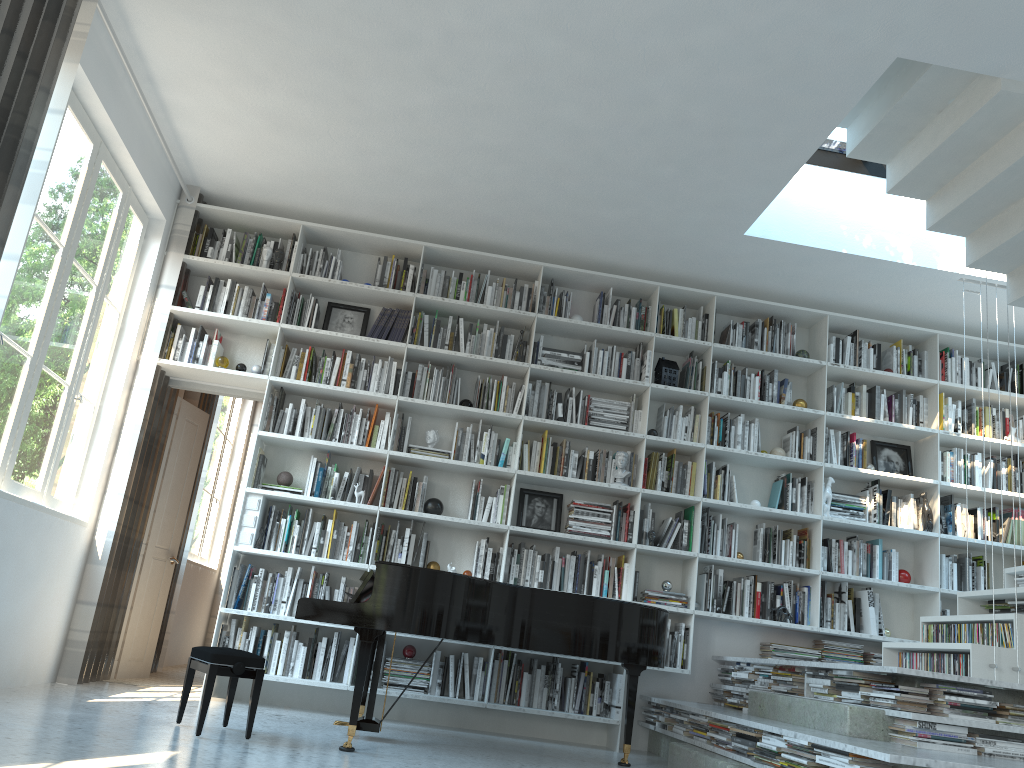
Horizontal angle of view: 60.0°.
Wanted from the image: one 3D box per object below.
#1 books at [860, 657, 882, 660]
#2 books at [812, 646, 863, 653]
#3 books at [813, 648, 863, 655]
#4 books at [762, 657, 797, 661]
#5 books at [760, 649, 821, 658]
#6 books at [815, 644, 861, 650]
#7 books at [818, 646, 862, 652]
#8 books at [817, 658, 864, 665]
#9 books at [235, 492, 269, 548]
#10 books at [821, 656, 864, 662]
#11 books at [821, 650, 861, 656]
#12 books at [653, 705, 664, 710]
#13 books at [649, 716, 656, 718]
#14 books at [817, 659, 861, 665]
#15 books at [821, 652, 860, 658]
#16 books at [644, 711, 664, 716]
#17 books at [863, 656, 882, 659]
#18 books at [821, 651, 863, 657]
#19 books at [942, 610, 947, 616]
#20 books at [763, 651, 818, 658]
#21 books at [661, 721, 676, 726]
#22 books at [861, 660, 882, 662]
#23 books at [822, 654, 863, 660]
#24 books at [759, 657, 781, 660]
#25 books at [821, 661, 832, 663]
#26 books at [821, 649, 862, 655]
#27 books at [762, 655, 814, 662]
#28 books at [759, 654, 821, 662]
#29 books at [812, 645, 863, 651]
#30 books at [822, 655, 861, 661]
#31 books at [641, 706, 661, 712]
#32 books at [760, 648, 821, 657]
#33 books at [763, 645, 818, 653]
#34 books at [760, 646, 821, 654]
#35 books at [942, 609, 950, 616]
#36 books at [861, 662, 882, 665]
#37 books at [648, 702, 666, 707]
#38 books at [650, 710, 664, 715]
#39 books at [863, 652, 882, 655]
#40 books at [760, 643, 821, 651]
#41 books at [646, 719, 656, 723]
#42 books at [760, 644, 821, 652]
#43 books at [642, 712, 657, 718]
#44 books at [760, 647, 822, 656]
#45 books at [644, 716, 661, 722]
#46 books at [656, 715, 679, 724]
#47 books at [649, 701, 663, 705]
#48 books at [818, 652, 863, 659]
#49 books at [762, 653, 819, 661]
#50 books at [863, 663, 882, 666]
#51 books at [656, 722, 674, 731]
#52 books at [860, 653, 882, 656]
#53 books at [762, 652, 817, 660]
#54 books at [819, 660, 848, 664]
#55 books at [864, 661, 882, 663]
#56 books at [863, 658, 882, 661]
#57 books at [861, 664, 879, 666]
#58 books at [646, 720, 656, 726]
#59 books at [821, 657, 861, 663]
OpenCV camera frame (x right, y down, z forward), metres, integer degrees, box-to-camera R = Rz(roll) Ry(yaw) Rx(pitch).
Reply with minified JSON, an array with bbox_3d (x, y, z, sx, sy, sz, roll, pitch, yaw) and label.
[{"bbox_3d":[2.553,1.871,5.987,0.327,0.008,0.208,8,-17,0],"label":"books"},{"bbox_3d":[2.189,1.787,5.966,0.285,0.005,0.160,10,-17,-9],"label":"books"},{"bbox_3d":[2.187,1.800,5.970,0.285,0.005,0.160,9,-17,-6],"label":"books"},{"bbox_3d":[1.846,1.841,5.906,0.308,0.008,0.195,8,-17,-1],"label":"books"},{"bbox_3d":[1.856,1.800,5.921,0.346,0.007,0.194,10,-17,-8],"label":"books"},{"bbox_3d":[2.194,1.772,5.969,0.254,0.005,0.161,11,-17,-10],"label":"books"},{"bbox_3d":[2.193,1.783,5.968,0.254,0.005,0.161,8,-17,-1],"label":"books"},{"bbox_3d":[2.183,1.857,5.946,0.285,0.007,0.160,10,-17,-9],"label":"books"},{"bbox_3d":[-1.655,0.888,5.664,0.106,0.339,0.308,9,-16,-5],"label":"books"},{"bbox_3d":[2.185,1.843,5.948,0.285,0.007,0.160,11,-17,-10],"label":"books"},{"bbox_3d":[2.186,1.810,5.967,0.254,0.005,0.161,9,-17,-6],"label":"books"},{"bbox_3d":[0.985,2.054,5.611,0.133,0.017,0.232,9,-17,-4],"label":"books"},{"bbox_3d":[0.972,2.115,5.593,0.122,0.008,0.291,10,-17,-10],"label":"books"},{"bbox_3d":[2.182,1.864,5.945,0.254,0.007,0.161,10,-17,-9],"label":"books"},{"bbox_3d":[2.184,1.821,5.966,0.254,0.005,0.161,9,-17,-5],"label":"books"},{"bbox_3d":[0.954,2.087,5.598,0.188,0.009,0.211,9,-17,-6],"label":"books"},{"bbox_3d":[2.553,1.865,5.998,0.328,0.008,0.208,8,-17,-3],"label":"books"},{"bbox_3d":[2.185,1.814,5.963,0.285,0.005,0.160,10,-17,-7],"label":"books"},{"bbox_3d":[2.885,1.649,6.001,0.014,0.233,0.183,9,-16,-5],"label":"books"},{"bbox_3d":[1.856,1.805,5.915,0.308,0.008,0.195,8,-17,0],"label":"books"},{"bbox_3d":[1.000,2.038,5.310,0.147,0.012,0.206,10,-17,-10],"label":"books"},{"bbox_3d":[2.550,1.888,5.991,0.328,0.008,0.208,8,-17,-3],"label":"books"},{"bbox_3d":[2.185,1.833,5.961,0.285,0.007,0.160,9,-17,-4],"label":"books"},{"bbox_3d":[1.846,1.848,5.901,0.345,0.007,0.194,8,-17,0],"label":"books"},{"bbox_3d":[2.181,1.877,5.941,0.254,0.007,0.161,10,-17,-9],"label":"books"},{"bbox_3d":[2.186,1.805,5.969,0.285,0.005,0.160,9,-17,-4],"label":"books"},{"bbox_3d":[1.847,1.836,5.913,0.308,0.008,0.195,8,-17,-3],"label":"books"},{"bbox_3d":[1.849,1.829,5.916,0.346,0.007,0.194,10,-17,-7],"label":"books"},{"bbox_3d":[2.193,1.778,5.972,0.285,0.005,0.160,10,-17,-8],"label":"books"},{"bbox_3d":[2.184,1.839,5.958,0.254,0.007,0.161,9,-17,-4],"label":"books"},{"bbox_3d":[0.949,2.063,5.604,0.191,0.013,0.244,10,-17,-9],"label":"books"},{"bbox_3d":[1.856,1.793,5.926,0.345,0.007,0.194,8,-17,-3],"label":"books"},{"bbox_3d":[1.859,1.772,5.932,0.308,0.008,0.195,8,-17,-3],"label":"books"},{"bbox_3d":[1.858,1.779,5.930,0.345,0.007,0.194,8,-17,-3],"label":"books"},{"bbox_3d":[2.906,1.650,6.006,0.030,0.237,0.152,9,-16,-5],"label":"books"},{"bbox_3d":[2.549,1.901,5.984,0.368,0.007,0.206,8,-17,-2],"label":"books"},{"bbox_3d":[0.973,2.037,5.614,0.158,0.014,0.235,10,-17,-7],"label":"books"},{"bbox_3d":[0.978,2.080,5.603,0.136,0.013,0.259,10,-17,-7],"label":"books"},{"bbox_3d":[2.556,1.844,6.004,0.368,0.007,0.206,8,-17,-3],"label":"books"},{"bbox_3d":[1.861,1.758,5.937,0.345,0.007,0.194,8,-17,-3],"label":"books"},{"bbox_3d":[0.956,2.132,5.586,0.155,0.009,0.233,10,-17,-10],"label":"books"},{"bbox_3d":[1.860,1.765,5.935,0.346,0.007,0.194,10,-17,-7],"label":"books"},{"bbox_3d":[0.950,2.097,5.595,0.177,0.012,0.279,10,-17,-9],"label":"books"},{"bbox_3d":[1.858,1.784,5.920,0.346,0.007,0.194,11,-17,-10],"label":"books"},{"bbox_3d":[0.948,2.121,5.588,0.179,0.012,0.262,8,-17,-2],"label":"books"},{"bbox_3d":[0.982,2.016,5.314,0.191,0.028,0.213,8,-17,-1],"label":"books"},{"bbox_3d":[0.968,2.026,5.616,0.157,0.007,0.269,8,-17,0],"label":"books"},{"bbox_3d":[2.186,1.827,5.965,0.285,0.007,0.160,9,-17,-5],"label":"books"},{"bbox_3d":[1.851,1.820,5.910,0.308,0.008,0.195,11,-17,-10],"label":"books"},{"bbox_3d":[2.547,1.910,5.987,0.328,0.008,0.208,9,-17,-4],"label":"books"},{"bbox_3d":[0.985,2.056,5.303,0.189,0.029,0.238,9,-17,-5],"label":"books"},{"bbox_3d":[2.556,1.848,5.993,0.368,0.007,0.206,11,-17,-10],"label":"books"},{"bbox_3d":[1.850,1.816,5.925,0.308,0.008,0.195,9,-17,-5],"label":"books"},{"bbox_3d":[2.181,1.871,5.947,0.285,0.007,0.160,8,-17,-3],"label":"books"},{"bbox_3d":[2.550,1.894,5.986,0.328,0.008,0.208,10,-17,-8],"label":"books"},{"bbox_3d":[2.551,1.881,5.996,0.368,0.007,0.206,9,-17,-6],"label":"books"},{"bbox_3d":[2.546,1.917,5.986,0.368,0.007,0.206,9,-17,-4],"label":"books"},{"bbox_3d":[0.956,2.144,5.583,0.171,0.015,0.242,9,-17,-5],"label":"books"},{"bbox_3d":[2.183,1.852,5.955,0.254,0.007,0.161,9,-17,-4],"label":"books"}]
